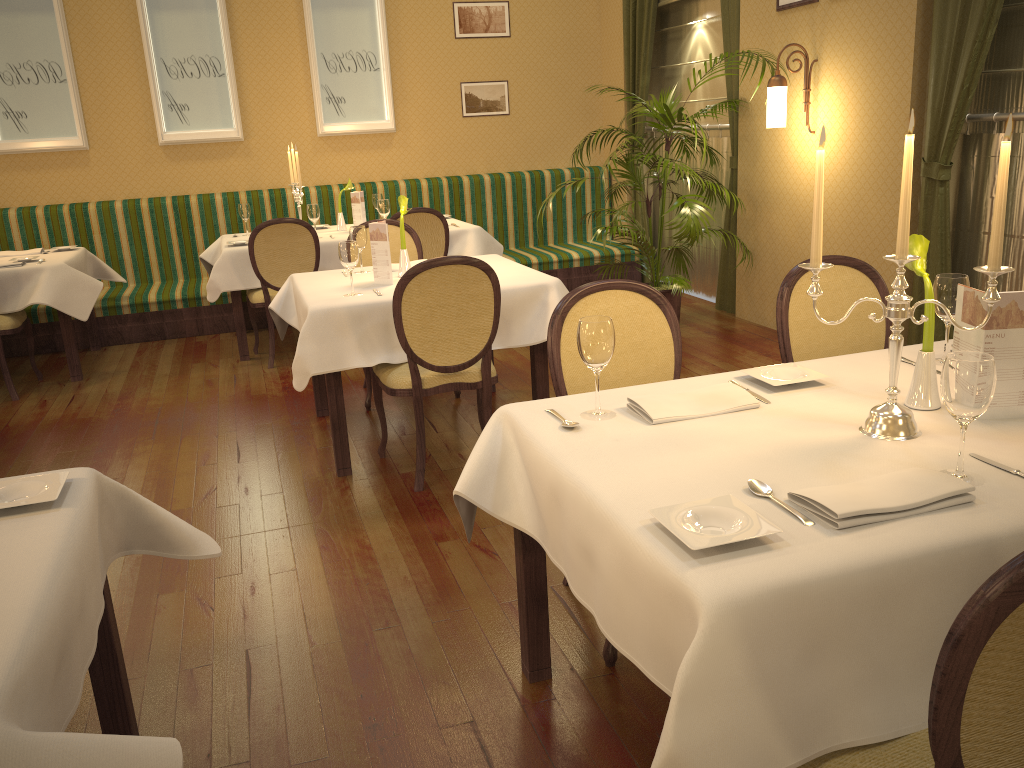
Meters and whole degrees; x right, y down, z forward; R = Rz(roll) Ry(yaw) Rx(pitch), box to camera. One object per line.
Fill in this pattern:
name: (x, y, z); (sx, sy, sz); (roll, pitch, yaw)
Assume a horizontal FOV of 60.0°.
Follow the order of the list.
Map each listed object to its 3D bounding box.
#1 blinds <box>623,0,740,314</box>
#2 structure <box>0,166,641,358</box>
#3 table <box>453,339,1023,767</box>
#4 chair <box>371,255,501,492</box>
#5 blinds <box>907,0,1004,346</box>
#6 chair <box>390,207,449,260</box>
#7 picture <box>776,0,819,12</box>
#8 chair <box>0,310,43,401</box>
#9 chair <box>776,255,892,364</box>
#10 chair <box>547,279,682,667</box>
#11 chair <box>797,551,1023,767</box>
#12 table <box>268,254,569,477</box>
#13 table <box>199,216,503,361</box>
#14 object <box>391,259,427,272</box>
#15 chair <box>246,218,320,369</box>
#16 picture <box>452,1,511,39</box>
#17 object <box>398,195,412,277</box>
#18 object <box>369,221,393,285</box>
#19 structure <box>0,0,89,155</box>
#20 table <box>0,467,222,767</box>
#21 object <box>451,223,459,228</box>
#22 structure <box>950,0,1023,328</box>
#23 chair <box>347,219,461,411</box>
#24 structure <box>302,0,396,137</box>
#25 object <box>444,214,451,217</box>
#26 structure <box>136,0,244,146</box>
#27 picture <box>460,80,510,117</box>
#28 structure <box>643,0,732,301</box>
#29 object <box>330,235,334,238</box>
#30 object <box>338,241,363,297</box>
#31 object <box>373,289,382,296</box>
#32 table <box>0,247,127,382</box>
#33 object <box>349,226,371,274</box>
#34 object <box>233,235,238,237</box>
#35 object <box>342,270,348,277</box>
blinds: (1.281, -2.905, 6.703); (0.225, 4.537, 1.934); (-8, 17, -17)
structure: (-5.913, -0.492, 6.123); (14.516, 1.031, 0.850); (-8, 17, -16)
table: (1.008, 0.426, 2.035); (2.152, 0.759, 1.385); (-8, 17, -16)
chair: (-0.310, -0.094, 3.754); (0.530, 0.955, 0.571); (-8, 17, -16)
blinds: (2.320, -2.031, 3.469); (0.129, 4.537, 1.878); (-8, 17, -16)
chair: (-0.679, -0.739, 6.063); (0.530, 0.955, 0.571); (-8, 17, -16)
picture: (1.685, -2.554, 5.223); (0.022, 0.619, 0.412); (-8, 17, -16)
chair: (-3.259, -0.387, 5.355); (0.530, 0.955, 0.571); (-8, 17, -16)
chair: (1.138, 0.107, 2.770); (0.530, 0.955, 0.571); (-8, 17, -16)
chair: (0.402, 0.210, 2.559); (0.530, 0.955, 0.571); (-8, 17, -16)
chair: (0.658, 0.535, 1.382); (0.530, 0.955, 0.571); (-8, 17, -16)
table: (-0.422, -0.143, 4.289); (1.395, 0.759, 1.389); (-8, 17, -14)
table: (-1.142, -0.744, 6.517); (2.152, 0.759, 1.385); (-8, 17, -16)
object: (-0.551, -0.596, 4.479); (0.273, 0.033, 0.142); (-8, 17, -16)
chair: (-1.492, -0.635, 5.863); (0.530, 0.955, 0.571); (-8, 17, -16)
picture: (-0.259, -3.151, 7.672); (0.504, 0.294, 0.008); (-8, 17, -16)
object: (-0.514, -0.706, 4.228); (0.076, 0.375, 0.163); (-2, 16, 5)
object: (-0.601, -0.597, 4.050); (0.081, 0.277, 0.166); (-6, 16, -10)
structure: (-3.762, -3.246, 6.529); (0.687, 2.985, 0.200); (-8, 17, -16)
table: (-1.539, 0.783, 1.304); (2.152, 0.759, 1.385); (-8, 17, -16)
object: (-0.405, -1.132, 6.331); (0.038, 0.015, 0.181); (-8, 17, -14)
structure: (2.432, -2.037, 3.511); (0.134, 4.511, 1.900); (-8, 17, -16)
chair: (-0.632, -0.410, 4.912); (0.530, 0.955, 0.571); (-8, 17, -16)
structure: (-1.413, -3.575, 7.202); (0.670, 2.985, 0.200); (-8, 17, -16)
object: (-0.568, -1.306, 6.953); (0.160, 0.024, 0.160); (-8, 17, -16)
structure: (-2.622, -3.406, 6.856); (0.661, 2.985, 0.200); (-8, 17, -16)
picture: (-0.236, -2.524, 7.849); (0.437, 0.294, 0.008); (-8, 17, -16)
structure: (1.389, -2.909, 6.739); (0.123, 4.511, 1.942); (-8, 17, -16)
object: (-1.241, -1.016, 6.104); (0.017, 0.010, 0.185); (-8, 17, -16)
object: (-0.690, -0.492, 3.784); (0.088, 0.229, 0.088); (6, 19, 30)
object: (-0.586, -0.402, 3.845); (0.017, 0.010, 0.185); (-8, 17, -16)
table: (-3.713, -0.384, 5.779); (2.152, 0.759, 1.385); (-8, 17, -16)
object: (-0.756, -0.668, 4.405); (0.088, 0.229, 0.088); (6, 19, 30)
object: (-2.035, -1.094, 6.524); (0.038, 0.015, 0.181); (-8, 17, -14)
object: (-0.827, -0.550, 4.405); (0.017, 0.010, 0.185); (-8, 17, -15)
